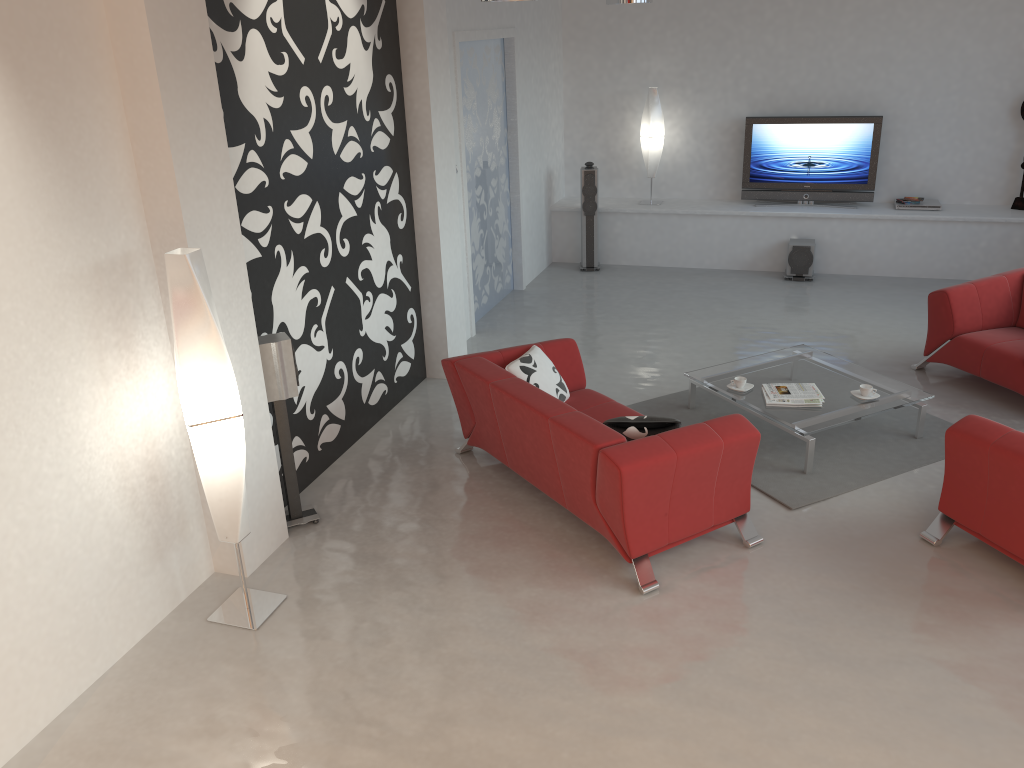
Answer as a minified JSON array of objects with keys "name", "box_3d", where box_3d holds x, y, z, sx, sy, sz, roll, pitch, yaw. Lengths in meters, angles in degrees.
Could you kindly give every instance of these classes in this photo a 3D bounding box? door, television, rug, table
[{"name":"door","box_3d":[-0.265,-1.907,8.215,0.240,2.550,1.600,5,23,18]},{"name":"television","box_3d":[3.157,-2.364,9.420,1.356,0.919,0.343,5,23,18]},{"name":"rug","box_3d":[1.946,0.265,6.024,1.700,0.025,1.700,-13,24,-24]},{"name":"table","box_3d":[1.951,0.129,5.974,1.097,0.286,1.162,-13,24,-24]}]

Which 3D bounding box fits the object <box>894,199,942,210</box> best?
[{"name":"object","box_3d":[4.224,-1.874,9.246,0.430,0.045,0.352,5,23,18]}]

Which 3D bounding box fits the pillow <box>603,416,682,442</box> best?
[{"name":"pillow","box_3d":[0.682,0.294,4.652,0.402,0.343,0.288,2,23,11]}]

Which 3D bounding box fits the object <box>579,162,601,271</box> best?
[{"name":"object","box_3d":[0.855,-1.849,9.768,0.255,1.184,0.273,-1,22,4]}]

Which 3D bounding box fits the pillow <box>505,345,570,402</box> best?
[{"name":"pillow","box_3d":[0.161,-0.009,5.447,0.288,0.343,0.402,8,24,24]}]

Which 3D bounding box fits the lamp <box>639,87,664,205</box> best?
[{"name":"lamp","box_3d":[1.547,-2.621,9.791,0.263,1.239,0.263,2,23,10]}]

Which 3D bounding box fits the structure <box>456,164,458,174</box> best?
[{"name":"structure","box_3d":[-0.479,-1.742,7.235,0.016,0.080,0.170,5,23,18]}]

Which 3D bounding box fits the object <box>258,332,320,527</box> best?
[{"name":"object","box_3d":[-1.254,0.277,4.867,0.229,1.112,0.214,-13,24,-24]}]

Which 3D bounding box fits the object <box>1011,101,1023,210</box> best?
[{"name":"object","box_3d":[5.134,-2.288,8.748,0.331,1.130,0.108,18,29,40]}]

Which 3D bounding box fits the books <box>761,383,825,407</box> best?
[{"name":"books","box_3d":[1.810,0.065,5.719,0.367,0.035,0.345,1,22,8]}]

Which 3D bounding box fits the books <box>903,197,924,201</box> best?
[{"name":"books","box_3d":[4.171,-1.921,9.211,0.190,0.015,0.135,9,25,27]}]

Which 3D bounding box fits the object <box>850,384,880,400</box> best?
[{"name":"object","box_3d":[2.260,0.048,5.671,0.153,0.069,0.153,-8,23,-13]}]

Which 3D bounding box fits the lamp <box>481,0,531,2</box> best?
[{"name":"lamp","box_3d":[0.010,-2.380,4.496,0.379,0.800,0.379,2,23,11]}]

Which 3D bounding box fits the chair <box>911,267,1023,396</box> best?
[{"name":"chair","box_3d":[3.711,-0.321,6.314,0.951,0.738,1.288,-11,24,-19]}]

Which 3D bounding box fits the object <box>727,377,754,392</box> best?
[{"name":"object","box_3d":[1.513,-0.003,5.873,0.153,0.069,0.153,19,30,41]}]

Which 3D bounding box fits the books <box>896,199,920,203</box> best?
[{"name":"books","box_3d":[4.125,-1.914,9.237,0.190,0.015,0.135,-3,22,-1]}]

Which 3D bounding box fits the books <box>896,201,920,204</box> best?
[{"name":"books","box_3d":[4.125,-1.899,9.239,0.190,0.015,0.135,-9,23,-15]}]

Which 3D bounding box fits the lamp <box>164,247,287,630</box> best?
[{"name":"lamp","box_3d":[-1.325,0.274,3.997,0.313,1.779,0.313,9,25,25]}]

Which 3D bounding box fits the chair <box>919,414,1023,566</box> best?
[{"name":"chair","box_3d":[2.888,0.505,4.375,1.288,0.738,0.951,-11,24,-19]}]

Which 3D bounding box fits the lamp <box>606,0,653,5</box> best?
[{"name":"lamp","box_3d":[0.946,-3.490,7.121,0.379,0.800,0.379,4,23,14]}]

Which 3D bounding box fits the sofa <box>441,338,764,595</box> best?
[{"name":"sofa","box_3d":[0.440,0.310,5.105,0.951,0.738,1.929,-15,25,-28]}]

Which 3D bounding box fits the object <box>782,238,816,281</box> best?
[{"name":"object","box_3d":[3.012,-1.297,9.263,0.336,0.374,0.337,5,23,18]}]

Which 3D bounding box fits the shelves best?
[{"name":"shelves","box_3d":[3.144,-1.873,9.499,5.500,0.050,0.650,5,23,18]}]
